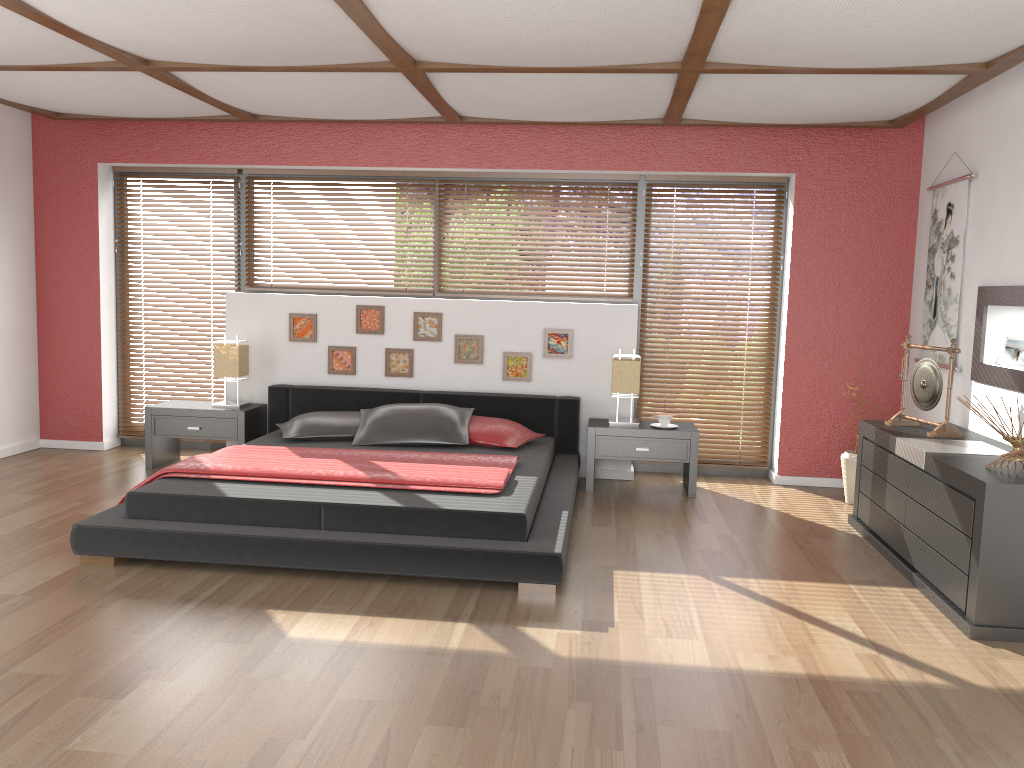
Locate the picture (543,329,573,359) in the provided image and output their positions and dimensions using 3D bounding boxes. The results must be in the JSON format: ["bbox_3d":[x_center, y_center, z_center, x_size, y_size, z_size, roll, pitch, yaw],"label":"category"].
[{"bbox_3d":[0.315,-0.276,6.066,0.200,0.200,0.010,2,6,6],"label":"picture"}]

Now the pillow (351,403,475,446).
[{"bbox_3d":[-0.619,0.247,5.547,0.744,0.241,0.386,2,6,1],"label":"pillow"}]

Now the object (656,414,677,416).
[{"bbox_3d":[0.993,0.202,5.744,0.192,0.007,0.007,-2,7,-29],"label":"object"}]

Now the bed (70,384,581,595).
[{"bbox_3d":[-0.878,0.438,5.009,2.469,0.577,2.413,2,6,6],"label":"bed"}]

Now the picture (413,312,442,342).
[{"bbox_3d":[-0.585,-0.396,6.151,0.200,0.200,0.010,2,6,6],"label":"picture"}]

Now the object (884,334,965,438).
[{"bbox_3d":[2.166,-0.002,4.633,0.173,0.498,0.490,1,6,-9],"label":"object"}]

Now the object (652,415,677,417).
[{"bbox_3d":[0.983,0.204,5.724,0.192,0.007,0.007,-1,7,-25],"label":"object"}]

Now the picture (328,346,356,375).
[{"bbox_3d":[-1.197,-0.165,6.240,0.200,0.200,0.010,2,6,6],"label":"picture"}]

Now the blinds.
[{"bbox_3d":[-0.563,-0.488,6.428,4.840,1.952,0.032,2,6,6],"label":"blinds"}]

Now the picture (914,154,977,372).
[{"bbox_3d":[2.583,-0.737,5.300,0.028,1.270,0.701,2,6,6],"label":"picture"}]

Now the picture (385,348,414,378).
[{"bbox_3d":[-0.788,-0.148,6.198,0.200,0.200,0.010,2,6,6],"label":"picture"}]

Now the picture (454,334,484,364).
[{"bbox_3d":[-0.298,-0.240,6.136,0.200,0.200,0.010,2,6,6],"label":"picture"}]

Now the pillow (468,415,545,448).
[{"bbox_3d":[-0.209,0.300,5.649,0.745,0.172,0.418,5,7,25],"label":"pillow"}]

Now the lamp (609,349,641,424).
[{"bbox_3d":[0.747,0.010,5.842,0.200,0.480,0.200,2,6,6],"label":"lamp"}]

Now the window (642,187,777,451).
[{"bbox_3d":[1.386,-0.453,6.291,0.889,1.893,0.020,2,6,6],"label":"window"}]

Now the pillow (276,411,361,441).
[{"bbox_3d":[-1.121,0.269,5.690,0.745,0.172,0.418,0,6,-19],"label":"pillow"}]

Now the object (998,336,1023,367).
[{"bbox_3d":[2.611,-0.166,4.566,0.041,0.146,0.226,0,6,-14],"label":"object"}]

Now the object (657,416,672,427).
[{"bbox_3d":[0.987,0.240,5.743,0.099,0.069,0.099,5,7,31],"label":"object"}]

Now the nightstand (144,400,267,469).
[{"bbox_3d":[-2.111,0.359,6.144,0.700,0.423,0.413,2,6,6],"label":"nightstand"}]

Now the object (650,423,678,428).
[{"bbox_3d":[0.986,0.273,5.747,0.179,0.012,0.179,5,7,31],"label":"object"}]

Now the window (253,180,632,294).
[{"bbox_3d":[-0.535,-1.070,6.434,2.817,0.786,0.020,2,6,6],"label":"window"}]

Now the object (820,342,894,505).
[{"bbox_3d":[2.121,0.237,5.556,0.422,1.035,0.364,0,6,-19],"label":"object"}]

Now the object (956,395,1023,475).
[{"bbox_3d":[2.064,0.212,3.606,0.481,0.282,0.481,-2,7,-28],"label":"object"}]

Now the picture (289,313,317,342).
[{"bbox_3d":[-1.473,-0.396,6.246,0.200,0.200,0.010,2,6,6],"label":"picture"}]

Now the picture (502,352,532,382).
[{"bbox_3d":[0.036,-0.119,6.112,0.200,0.200,0.010,2,6,6],"label":"picture"}]

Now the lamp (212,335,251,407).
[{"bbox_3d":[-1.935,-0.098,6.119,0.200,0.480,0.200,2,6,6],"label":"lamp"}]

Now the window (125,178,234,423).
[{"bbox_3d":[-2.492,-0.609,6.691,0.889,1.893,0.020,2,6,6],"label":"window"}]

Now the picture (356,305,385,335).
[{"bbox_3d":[-0.990,-0.448,6.189,0.200,0.200,0.010,2,6,6],"label":"picture"}]

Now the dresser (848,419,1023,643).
[{"bbox_3d":[2.120,0.597,4.194,0.540,0.608,1.740,2,6,6],"label":"dresser"}]

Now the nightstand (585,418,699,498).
[{"bbox_3d":[0.847,0.478,5.839,0.700,0.423,0.413,2,6,6],"label":"nightstand"}]
